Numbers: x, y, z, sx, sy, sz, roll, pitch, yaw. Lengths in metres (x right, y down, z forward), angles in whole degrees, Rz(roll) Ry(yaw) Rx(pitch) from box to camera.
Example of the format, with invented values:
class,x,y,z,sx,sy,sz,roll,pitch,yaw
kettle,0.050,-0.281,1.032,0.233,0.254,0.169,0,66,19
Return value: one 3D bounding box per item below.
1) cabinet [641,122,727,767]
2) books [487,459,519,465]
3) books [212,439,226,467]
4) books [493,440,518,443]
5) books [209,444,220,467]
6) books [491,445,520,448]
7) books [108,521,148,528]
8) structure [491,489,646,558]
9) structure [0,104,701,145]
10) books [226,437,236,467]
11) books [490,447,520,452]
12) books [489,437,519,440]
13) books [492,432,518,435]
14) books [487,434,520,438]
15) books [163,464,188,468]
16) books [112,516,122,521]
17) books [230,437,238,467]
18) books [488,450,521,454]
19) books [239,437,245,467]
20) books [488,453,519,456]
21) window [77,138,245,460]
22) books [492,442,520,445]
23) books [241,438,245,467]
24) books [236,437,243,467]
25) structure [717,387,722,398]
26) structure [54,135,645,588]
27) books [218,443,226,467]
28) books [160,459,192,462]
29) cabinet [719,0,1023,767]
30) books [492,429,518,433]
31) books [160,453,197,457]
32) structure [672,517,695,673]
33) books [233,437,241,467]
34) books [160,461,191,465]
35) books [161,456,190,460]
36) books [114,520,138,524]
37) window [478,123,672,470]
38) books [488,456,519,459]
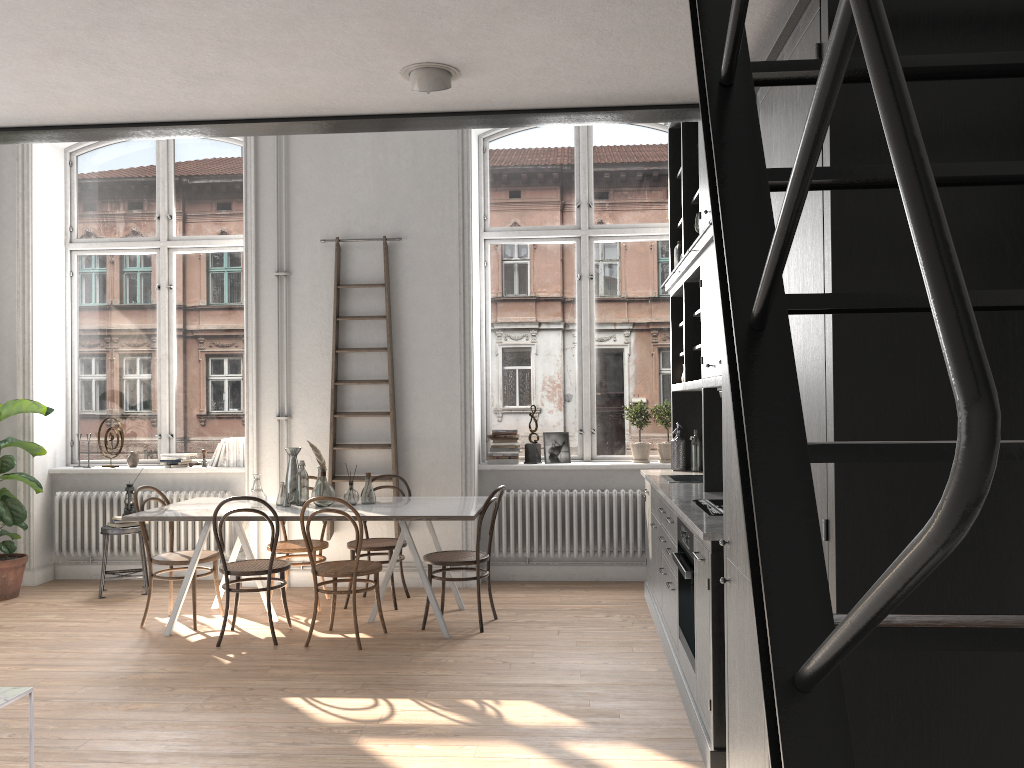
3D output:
class,x,y,z,sx,sy,sz,roll,pitch,yaw
cabinet,1.153,-0.238,5.005,0.635,3.583,3.251,-1,-1,4
books,-0.071,0.639,7.352,0.248,0.043,0.192,-1,-1,4
books,-2.468,0.582,7.546,0.100,0.235,0.174,-1,-1,4
books,-0.056,0.474,7.364,0.205,0.022,0.155,-1,-1,-1
books,-2.507,0.603,7.553,0.105,0.194,0.155,-1,-1,3
books,-0.056,0.519,7.364,0.205,0.022,0.155,-1,-1,18
books,-3.034,1.103,7.014,0.194,0.034,0.246,-2,-2,44
structure,0.593,1.122,7.153,1.577,0.552,0.194,-1,-1,4
structure,-1.781,-1.548,1.235,5.927,1.213,4.158,-1,-1,4
books,-2.394,0.579,7.563,0.024,0.243,0.175,-1,-1,4
books,-0.060,0.544,7.368,0.245,0.028,0.193,-1,-1,-1
books,-0.062,0.453,7.365,0.244,0.019,0.174,-1,-1,4
books,-0.057,0.410,7.365,0.205,0.020,0.155,-1,-1,4
books,-0.070,0.432,7.366,0.231,0.023,0.162,-1,-1,20
books,-2.870,0.695,7.563,0.147,0.023,0.221,0,-1,-37
books,-3.021,1.054,7.018,0.147,0.027,0.221,-1,-1,36
books,-2.348,0.578,7.528,0.024,0.243,0.175,-1,-1,4
books,-0.059,0.565,7.366,0.255,0.014,0.192,-1,-1,7
books,-2.283,0.578,7.555,0.024,0.243,0.175,-1,-1,4
books,-0.070,0.583,7.352,0.249,0.023,0.175,-1,-1,5
window,-3.026,-0.757,7.766,1.622,2.842,0.013,-1,-1,4
books,-0.052,0.495,7.369,0.222,0.024,0.158,-1,-1,4
books,-2.263,0.577,7.531,0.019,0.243,0.174,-1,-1,4
books,-2.305,0.578,7.551,0.019,0.243,0.174,-1,-1,4
structure,1.229,0.000,4.213,0.379,0.123,0.844,-1,-1,4
structure,-1.271,-0.611,7.231,5.182,4.473,0.340,-1,-1,4
books,-2.443,0.599,7.545,0.072,0.203,0.155,-1,-1,4
books,-2.862,0.650,7.558,0.221,0.023,0.147,-1,-1,20
cabinet,0.977,0.316,2.425,0.633,2.371,1.401,-1,-1,4
books,-0.062,0.389,7.375,0.201,0.024,0.159,-1,-1,-6
books,-2.840,0.604,7.565,0.244,0.019,0.174,-1,-1,14
structure,1.102,0.980,4.204,0.618,0.623,0.622,-1,-1,4
books,-2.326,0.577,7.536,0.019,0.243,0.174,-1,-1,4
books,-2.864,0.672,7.559,0.205,0.022,0.155,-1,-1,24
books,-2.861,0.629,7.546,0.205,0.020,0.155,-1,-1,-6
books,-3.023,1.077,7.017,0.232,0.029,0.163,0,-1,-25
window,7.064,-5.168,10.102,14.385,15.933,26.401,-1,-1,4
books,-0.070,0.607,7.351,0.249,0.023,0.175,-1,-1,0
